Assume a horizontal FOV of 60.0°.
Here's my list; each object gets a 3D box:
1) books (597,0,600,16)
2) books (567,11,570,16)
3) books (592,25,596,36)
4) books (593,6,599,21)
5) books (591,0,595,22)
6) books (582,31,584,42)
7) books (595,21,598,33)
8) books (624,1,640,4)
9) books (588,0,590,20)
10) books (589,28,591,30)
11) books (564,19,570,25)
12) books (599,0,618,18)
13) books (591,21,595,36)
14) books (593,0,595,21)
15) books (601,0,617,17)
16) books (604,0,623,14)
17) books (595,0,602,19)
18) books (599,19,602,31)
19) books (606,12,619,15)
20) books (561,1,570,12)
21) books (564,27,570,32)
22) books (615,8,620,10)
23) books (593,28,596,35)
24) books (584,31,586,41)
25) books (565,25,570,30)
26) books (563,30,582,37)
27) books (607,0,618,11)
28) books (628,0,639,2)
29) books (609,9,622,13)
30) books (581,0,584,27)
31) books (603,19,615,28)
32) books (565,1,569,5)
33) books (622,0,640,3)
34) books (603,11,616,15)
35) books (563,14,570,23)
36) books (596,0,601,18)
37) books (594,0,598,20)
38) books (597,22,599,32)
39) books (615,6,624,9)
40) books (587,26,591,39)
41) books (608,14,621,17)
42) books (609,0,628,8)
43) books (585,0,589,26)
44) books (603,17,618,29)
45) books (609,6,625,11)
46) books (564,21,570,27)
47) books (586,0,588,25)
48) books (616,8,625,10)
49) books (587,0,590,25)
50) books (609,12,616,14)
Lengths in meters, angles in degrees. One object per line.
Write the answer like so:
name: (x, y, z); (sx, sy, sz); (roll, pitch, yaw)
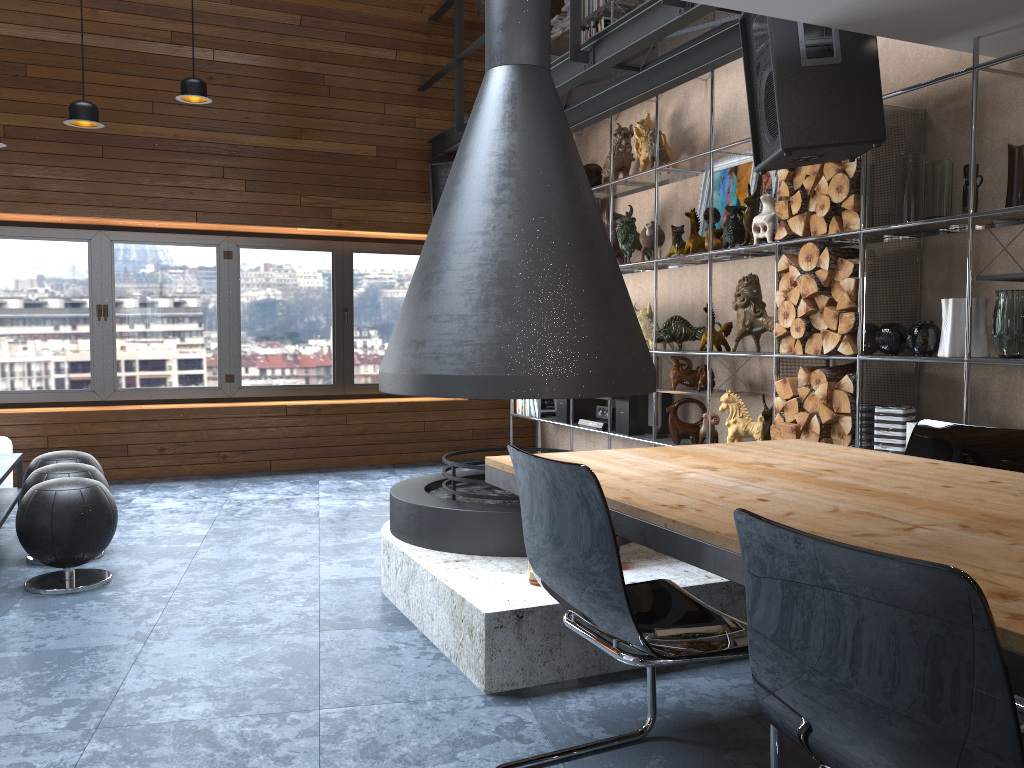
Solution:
books: (0.669, -2.705, 6.303); (0.143, 0.199, 0.019); (-1, 3, -24)
books: (0.549, -2.781, 6.643); (0.225, 0.017, 0.167); (-1, 3, -24)
books: (0.625, -2.459, 6.350); (0.111, 0.198, 0.008); (-1, 3, -24)
books: (0.651, -2.743, 6.371); (0.143, 0.268, 0.020); (-1, 3, -24)
books: (0.635, -2.715, 6.397); (0.146, 0.210, 0.018); (-1, 3, -24)
books: (0.571, -2.467, 6.487); (0.127, 0.201, 0.011); (-1, 3, -24)
books: (0.670, -2.466, 6.313); (0.155, 0.215, 0.055); (-1, 3, -24)
books: (0.795, -2.706, 6.026); (0.148, 0.233, 0.053); (-1, 3, -24)
books: (0.625, -2.728, 6.434); (0.160, 0.231, 0.021); (-1, 3, -24)
books: (0.609, -2.462, 6.403); (0.111, 0.198, 0.008); (-1, 3, -24)
books: (0.543, -2.713, 6.647); (0.258, 0.016, 0.181); (-1, 3, -22)
books: (0.688, -2.725, 6.288); (0.146, 0.240, 0.023); (-1, 3, -24)
books: (0.626, -2.475, 6.365); (0.122, 0.230, 0.017); (-1, 3, -24)
books: (0.645, -2.718, 6.386); (0.148, 0.217, 0.010); (-1, 3, -24)
books: (0.697, -2.720, 6.258); (0.148, 0.234, 0.013); (-1, 3, -24)
books: (0.712, -2.703, 6.201); (0.148, 0.206, 0.018); (-1, 3, -24)
books: (0.655, -2.723, 6.326); (0.148, 0.234, 0.013); (-1, 3, -24)
books: (0.681, -2.461, 6.265); (0.133, 0.218, 0.051); (-1, 3, -24)
books: (0.710, -2.717, 6.225); (0.129, 0.231, 0.010); (-1, 3, -24)
books: (0.536, -2.814, 6.639); (0.288, 0.025, 0.175); (-1, 3, -18)
books: (0.538, -2.647, 6.645); (0.247, 0.016, 0.182); (-1, 3, -24)
books: (0.743, -2.698, 6.134); (0.129, 0.203, 0.021); (-1, 3, -24)
books: (0.631, -2.448, 6.344); (0.112, 0.177, 0.009); (-1, 3, -24)
books: (0.582, -2.467, 6.480); (0.127, 0.201, 0.011); (-1, 3, -24)
books: (0.538, -2.666, 6.648); (0.239, 0.021, 0.174); (-1, 3, -18)
books: (0.528, -2.631, 6.659); (0.252, 0.016, 0.182); (-1, 3, -18)
books: (0.721, -2.713, 6.155); (0.129, 0.231, 0.010); (-1, 3, -24)
books: (0.796, -2.698, 5.993); (0.141, 0.221, 0.055); (-1, 3, -24)
books: (0.732, -2.706, 6.178); (0.115, 0.216, 0.016); (-1, 3, -24)
books: (0.576, -2.734, 6.515); (0.148, 0.234, 0.013); (-1, 3, -24)
books: (0.709, -2.447, 6.199); (0.138, 0.191, 0.049); (-1, 3, -24)
books: (0.524, -2.859, 6.656); (0.201, 0.012, 0.161); (-1, 3, -24)
books: (0.796, -2.690, 6.009); (0.130, 0.203, 0.052); (-1, 3, -24)
books: (0.702, -2.690, 6.234); (0.128, 0.176, 0.009); (-1, 3, -24)
books: (0.536, -2.733, 6.643); (0.258, 0.028, 0.180); (-1, 3, -18)
books: (0.665, -2.723, 6.316); (0.148, 0.234, 0.013); (-1, 3, -24)
books: (0.650, -2.724, 6.354); (0.129, 0.231, 0.010); (-1, 3, -24)
books: (0.671, -2.458, 6.293); (0.123, 0.203, 0.054); (-1, 3, -24)
books: (0.745, -2.718, 6.111); (0.131, 0.247, 0.018); (-1, 3, -24)
books: (0.615, -2.476, 6.441); (0.161, 0.223, 0.017); (-1, 3, -24)
books: (0.712, -2.709, 6.250); (0.136, 0.213, 0.014); (-1, 3, -24)
books: (0.733, -2.702, 6.087); (0.137, 0.215, 0.014); (-1, 3, -24)
books: (0.621, -2.743, 6.489); (0.191, 0.255, 0.012); (-1, 3, -24)
books: (0.704, -2.460, 6.214); (0.137, 0.216, 0.049); (-1, 3, -24)
books: (0.734, -2.688, 6.149); (0.131, 0.181, 0.014); (-1, 3, -24)
books: (0.540, -2.697, 6.647); (0.252, 0.016, 0.182); (-1, 3, -19)
books: (0.630, -2.740, 6.480); (0.192, 0.251, 0.012); (-1, 3, -24)
books: (0.743, -2.698, 6.134); (0.127, 0.199, 0.019); (-1, 3, -24)
books: (0.613, -2.731, 6.461); (0.148, 0.234, 0.013); (-1, 3, -24)
books: (0.699, -2.703, 6.210); (0.130, 0.208, 0.010); (-1, 3, -24)
